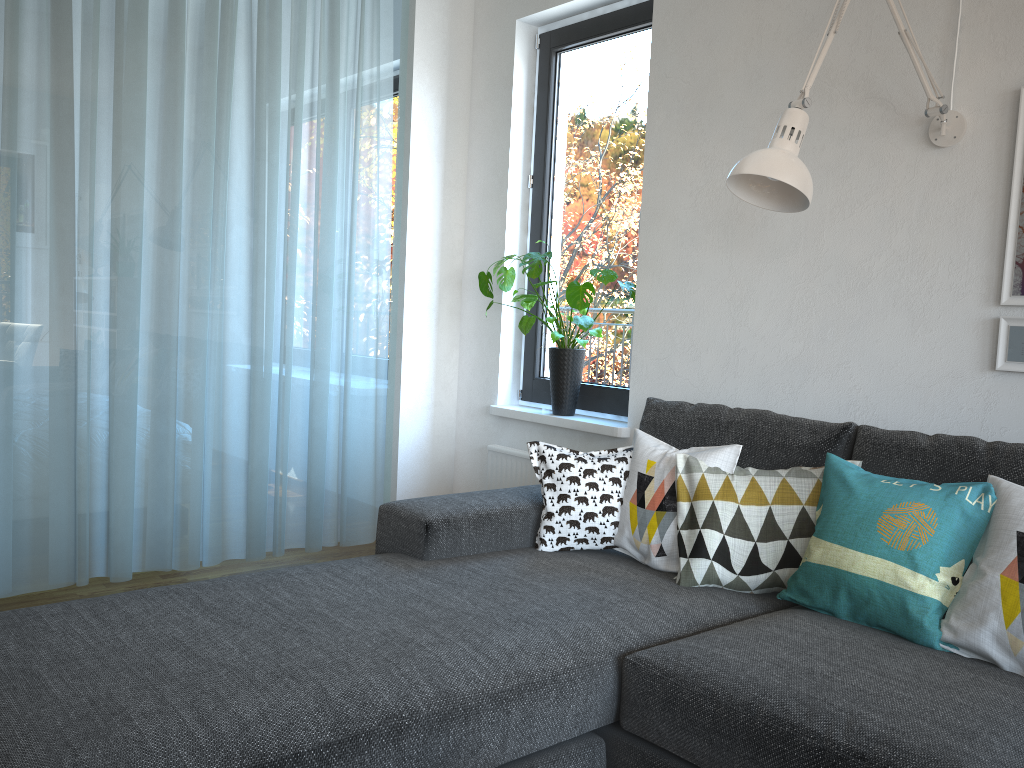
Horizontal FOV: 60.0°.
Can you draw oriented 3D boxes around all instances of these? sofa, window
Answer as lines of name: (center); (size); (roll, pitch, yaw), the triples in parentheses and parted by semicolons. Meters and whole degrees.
sofa: (0.438, 0.558, 1.430); (2.163, 0.849, 2.506); (-1, 6, -41)
window: (6.439, 0.916, 15.972); (24.374, 18.394, 13.959); (0, 6, -35)

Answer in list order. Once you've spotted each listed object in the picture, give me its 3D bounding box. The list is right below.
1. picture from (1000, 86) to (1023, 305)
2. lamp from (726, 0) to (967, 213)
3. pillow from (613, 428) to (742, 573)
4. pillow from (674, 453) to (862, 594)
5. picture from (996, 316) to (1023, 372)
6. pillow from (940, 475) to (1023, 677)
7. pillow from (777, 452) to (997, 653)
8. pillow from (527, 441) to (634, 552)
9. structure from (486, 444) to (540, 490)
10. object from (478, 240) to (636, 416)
picture: (1.367, -0.447, 2.055); (0.013, 0.535, 0.389); (-2, 6, -41)
lamp: (0.829, -0.743, 2.181); (0.698, 0.670, 0.200); (0, 6, -32)
pillow: (0.417, 0.309, 2.330); (0.173, 0.344, 0.359); (-1, 6, -41)
pillow: (0.624, 0.349, 2.202); (0.454, 0.363, 0.242); (4, 5, 16)
picture: (1.500, -0.066, 1.919); (0.021, 0.136, 0.836); (-2, 6, -41)
pillow: (1.063, 0.399, 1.687); (0.285, 0.369, 0.436); (-1, 6, -41)
pillow: (0.833, 0.353, 1.947); (0.273, 0.341, 0.414); (-1, 6, -41)
pillow: (0.204, 0.318, 2.438); (0.334, 0.320, 0.160); (2, 5, -6)
structure: (0.168, 0.516, 3.421); (0.076, 0.460, 0.816); (-2, 7, -43)
object: (0.145, -0.211, 3.355); (0.657, 0.676, 0.447); (7, 6, 40)
